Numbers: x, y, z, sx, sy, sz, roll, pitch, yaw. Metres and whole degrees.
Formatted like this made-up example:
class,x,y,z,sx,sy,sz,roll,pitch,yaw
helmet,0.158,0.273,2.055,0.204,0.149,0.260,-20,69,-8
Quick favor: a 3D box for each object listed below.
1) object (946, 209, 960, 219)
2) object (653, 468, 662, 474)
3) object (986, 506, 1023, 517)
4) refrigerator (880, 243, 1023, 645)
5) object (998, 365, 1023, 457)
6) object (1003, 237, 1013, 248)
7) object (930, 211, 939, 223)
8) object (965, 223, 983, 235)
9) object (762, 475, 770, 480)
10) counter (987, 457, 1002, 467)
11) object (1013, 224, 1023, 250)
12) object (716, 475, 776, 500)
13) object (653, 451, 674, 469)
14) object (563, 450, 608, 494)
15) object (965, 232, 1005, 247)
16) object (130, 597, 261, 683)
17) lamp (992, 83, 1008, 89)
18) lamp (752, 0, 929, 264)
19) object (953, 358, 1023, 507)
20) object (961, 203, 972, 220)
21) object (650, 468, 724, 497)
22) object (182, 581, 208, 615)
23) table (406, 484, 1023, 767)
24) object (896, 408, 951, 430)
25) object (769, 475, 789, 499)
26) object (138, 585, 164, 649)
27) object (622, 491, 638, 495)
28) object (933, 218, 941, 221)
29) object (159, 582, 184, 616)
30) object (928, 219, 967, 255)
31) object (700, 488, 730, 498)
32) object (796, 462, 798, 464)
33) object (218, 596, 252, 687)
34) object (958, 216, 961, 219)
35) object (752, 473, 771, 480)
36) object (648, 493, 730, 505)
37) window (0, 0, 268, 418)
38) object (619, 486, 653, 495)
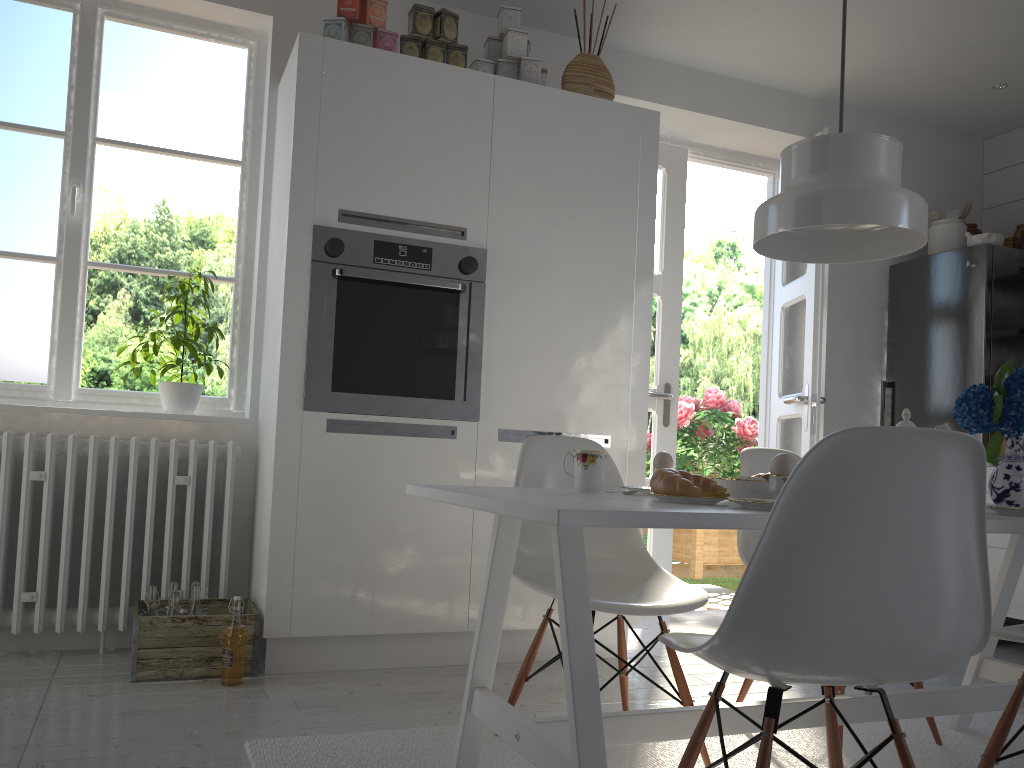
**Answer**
class,x,y,z,sx,sy,sz,roll,pitch,yaw
object,2.186,-0.747,4.435,0.064,0.289,0.141,0,-4,41
object,0.355,0.227,2.088,0.048,0.057,0.048,2,-4,18
object,1.101,0.271,1.861,0.201,0.016,0.201,4,-5,-17
refrigerator,2.268,0.300,4.337,0.695,1.797,0.577,4,-3,-22
object,2.306,0.089,3.960,0.283,0.508,0.174,5,-3,-35
object,2.461,-0.653,4.371,0.093,0.127,0.093,3,-3,-1
object,2.135,-0.733,4.454,0.054,0.262,0.149,0,-4,42
object,2.340,-0.698,4.551,0.117,0.236,0.118,3,-3,3
object,0.539,0.205,1.863,0.031,0.032,0.138,1,-5,22
counter,3.018,0.275,2.580,0.651,0.045,3.243,5,-5,-22
object,2.441,-0.680,4.220,0.093,0.153,0.093,3,-3,0
object,0.523,0.227,1.919,0.158,0.058,0.158,6,-5,-32
object,0.357,0.190,2.089,0.048,0.063,0.048,4,-3,-18
object,0.170,0.198,1.994,0.078,0.095,0.091,5,-4,-36
object,2.248,-0.669,4.198,0.173,0.110,0.159,5,-5,-27
object,-1.039,0.826,2.899,0.374,0.203,0.320,4,-4,-22
lamp,2.281,-1.402,4.142,0.064,0.030,0.064,5,-5,-30
lamp,0.772,-0.974,2.047,0.373,1.321,0.374,2,-3,9
object,1.240,0.125,2.201,0.236,0.376,0.266,4,-3,-20
object,2.225,-0.748,4.412,0.056,0.295,0.131,5,-4,-43
object,0.334,0.195,1.731,0.124,0.057,0.161,0,-5,32
object,-1.077,0.797,2.995,0.065,0.255,0.065,3,-3,-6
table,0.739,0.603,1.996,1.827,0.659,0.815,5,-4,-22
object,0.918,0.170,2.055,0.140,0.230,0.149,3,-3,-4
object,0.489,0.193,1.598,0.048,0.057,0.048,2,-4,18
object,-1.173,0.782,2.873,0.065,0.255,0.066,3,-3,4
object,0.248,0.248,2.046,0.032,0.011,0.140,5,-5,-26
object,2.159,-0.727,4.456,0.061,0.250,0.117,2,-3,7
object,-1.141,0.791,2.968,0.065,0.255,0.065,2,-3,20
object,2.175,-0.702,4.428,0.174,0.208,0.174,4,-4,-27
object,0.366,0.213,1.691,0.109,0.036,0.070,1,-5,26
object,0.740,0.251,2.315,0.091,0.095,0.078,4,-4,-24
object,-0.854,0.788,2.726,0.065,0.266,0.065,2,-3,19
object,2.224,-0.725,4.420,0.050,0.246,0.115,1,-3,32
object,0.648,0.245,2.159,0.161,0.057,0.124,0,-5,32
object,0.341,0.223,1.715,0.158,0.016,0.158,-1,-6,37
window,-1.594,-0.664,3.235,1.287,1.560,0.116,4,-3,-22
object,0.353,0.254,2.087,0.201,0.016,0.201,1,-5,23
